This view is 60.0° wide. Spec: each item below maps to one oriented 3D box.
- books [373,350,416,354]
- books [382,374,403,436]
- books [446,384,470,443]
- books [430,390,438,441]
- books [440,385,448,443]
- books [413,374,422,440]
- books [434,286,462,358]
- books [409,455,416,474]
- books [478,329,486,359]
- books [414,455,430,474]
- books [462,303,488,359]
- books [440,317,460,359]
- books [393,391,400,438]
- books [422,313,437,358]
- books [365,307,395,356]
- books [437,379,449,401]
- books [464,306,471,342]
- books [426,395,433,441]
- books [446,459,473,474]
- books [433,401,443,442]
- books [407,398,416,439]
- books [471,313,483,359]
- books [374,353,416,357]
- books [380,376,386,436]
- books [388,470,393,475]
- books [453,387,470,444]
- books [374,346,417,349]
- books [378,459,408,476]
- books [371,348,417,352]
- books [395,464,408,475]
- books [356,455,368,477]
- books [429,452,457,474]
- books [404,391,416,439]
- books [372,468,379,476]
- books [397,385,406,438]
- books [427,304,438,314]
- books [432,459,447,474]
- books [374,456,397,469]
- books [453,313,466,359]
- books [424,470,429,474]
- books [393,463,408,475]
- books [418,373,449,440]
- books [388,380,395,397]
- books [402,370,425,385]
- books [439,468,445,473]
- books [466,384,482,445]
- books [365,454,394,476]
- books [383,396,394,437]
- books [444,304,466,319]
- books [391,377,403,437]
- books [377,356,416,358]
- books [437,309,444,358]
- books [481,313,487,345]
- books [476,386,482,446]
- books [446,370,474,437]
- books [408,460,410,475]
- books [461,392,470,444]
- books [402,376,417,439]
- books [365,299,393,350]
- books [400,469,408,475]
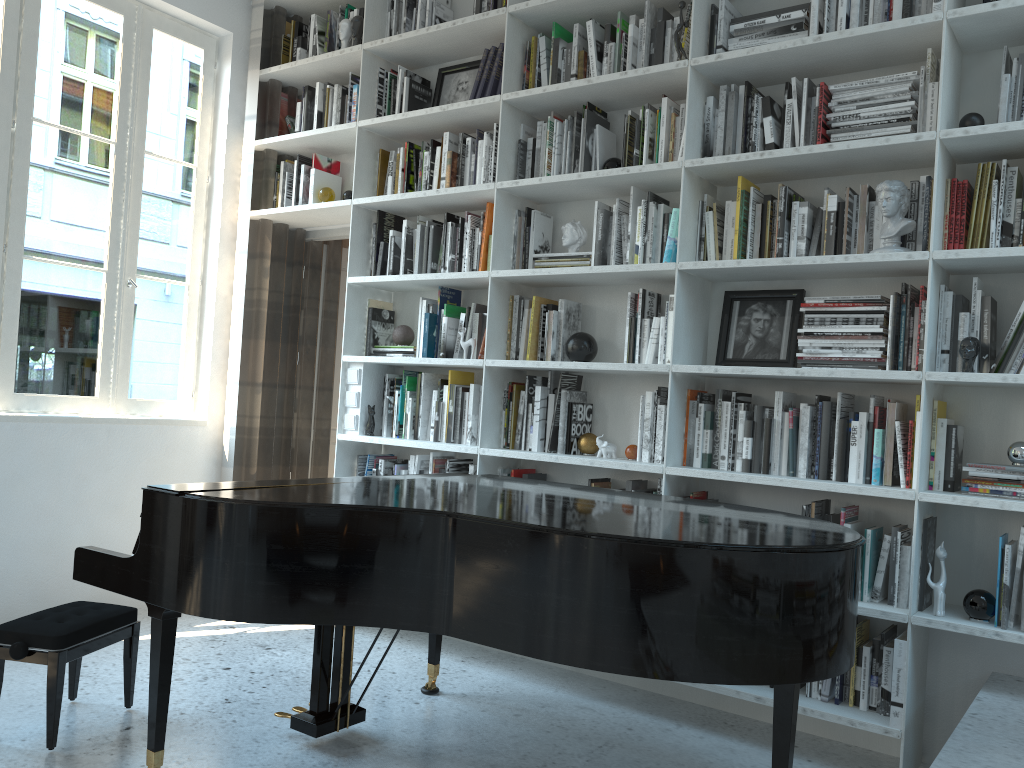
[{"bbox_3d":[-0.511,-0.144,4.211,0.254,0.012,0.161,3,-2,32],"label":"books"},{"bbox_3d":[-0.545,0.104,4.219,0.014,0.294,0.171,3,-1,35],"label":"books"},{"bbox_3d":[-0.218,0.135,3.966,0.028,0.260,0.181,3,-1,35],"label":"books"},{"bbox_3d":[-0.307,0.147,4.041,0.027,0.230,0.159,3,-1,35],"label":"books"},{"bbox_3d":[-0.249,0.137,4.001,0.026,0.254,0.176,3,-1,35],"label":"books"},{"bbox_3d":[-0.377,0.108,4.077,0.019,0.300,0.180,3,-1,35],"label":"books"},{"bbox_3d":[-0.293,-0.271,4.072,0.011,0.336,0.153,3,-1,35],"label":"books"},{"bbox_3d":[-0.424,0.480,4.119,0.027,0.299,0.142,3,-1,35],"label":"books"},{"bbox_3d":[-0.040,-0.231,3.832,0.082,0.276,0.228,3,-1,35],"label":"books"},{"bbox_3d":[-0.398,0.477,4.079,0.039,0.307,0.172,3,-1,35],"label":"books"},{"bbox_3d":[-0.143,-0.225,3.946,0.060,0.255,0.158,3,-1,35],"label":"books"},{"bbox_3d":[-0.248,-0.197,3.997,0.029,0.190,0.189,3,-1,35],"label":"books"},{"bbox_3d":[-0.486,0.145,4.159,0.015,0.217,0.180,3,-1,35],"label":"books"},{"bbox_3d":[-0.333,-0.210,4.055,0.029,0.208,0.189,3,-1,35],"label":"books"},{"bbox_3d":[-0.640,-0.241,4.305,0.028,0.243,0.156,3,-1,35],"label":"books"},{"bbox_3d":[-0.289,0.122,4.029,0.014,0.282,0.150,3,-1,35],"label":"books"},{"bbox_3d":[-0.165,-0.218,3.979,0.013,0.242,0.141,3,-1,35],"label":"books"},{"bbox_3d":[-0.326,0.146,4.076,0.045,0.230,0.138,3,-1,35],"label":"books"},{"bbox_3d":[-0.242,0.488,3.977,0.013,0.301,0.172,3,-1,35],"label":"books"},{"bbox_3d":[-0.280,0.172,4.008,0.029,0.181,0.190,3,-1,35],"label":"books"},{"bbox_3d":[-0.415,0.162,4.101,0.016,0.189,0.183,3,-1,35],"label":"books"},{"bbox_3d":[-0.112,-0.199,3.914,0.030,0.207,0.172,3,-1,35],"label":"books"},{"bbox_3d":[-0.509,-0.132,4.214,0.254,0.012,0.161,3,-2,36],"label":"books"},{"bbox_3d":[-0.563,0.108,4.242,0.008,0.285,0.159,3,-1,35],"label":"books"},{"bbox_3d":[-0.514,0.514,4.154,0.028,0.223,0.189,3,-1,35],"label":"books"},{"bbox_3d":[-0.193,0.142,3.954,0.028,0.249,0.159,3,-1,35],"label":"books"},{"bbox_3d":[-0.507,-0.168,4.215,0.254,0.012,0.161,3,-2,36],"label":"books"},{"bbox_3d":[-0.569,0.490,4.204,0.029,0.266,0.171,3,-1,35],"label":"books"},{"bbox_3d":[-0.511,-0.156,4.209,0.285,0.012,0.159,3,-2,39],"label":"books"},{"bbox_3d":[-0.489,0.500,4.133,0.010,0.252,0.178,3,-1,35],"label":"books"},{"bbox_3d":[-0.681,0.479,4.268,0.011,0.277,0.189,3,-1,35],"label":"books"},{"bbox_3d":[-0.320,0.472,4.019,0.014,0.325,0.170,3,-1,35],"label":"books"},{"bbox_3d":[-0.425,0.147,4.114,0.015,0.219,0.190,3,-1,35],"label":"books"},{"bbox_3d":[-0.595,0.511,4.214,0.022,0.220,0.187,3,-1,35],"label":"books"},{"bbox_3d":[-0.463,0.132,4.135,0.009,0.244,0.184,3,-1,36],"label":"books"},{"bbox_3d":[-0.339,-0.233,4.097,0.031,0.255,0.143,3,-1,35],"label":"books"},{"bbox_3d":[-0.306,0.487,4.018,0.012,0.295,0.176,3,-1,35],"label":"books"},{"bbox_3d":[-0.614,0.484,4.255,0.010,0.273,0.150,3,-1,35],"label":"books"},{"bbox_3d":[-0.194,-0.206,3.999,0.056,0.214,0.143,3,-1,35],"label":"books"},{"bbox_3d":[-0.360,0.514,4.076,0.031,0.239,0.132,3,-1,35],"label":"books"},{"bbox_3d":[-0.495,0.498,4.144,0.013,0.257,0.189,3,-1,35],"label":"books"},{"bbox_3d":[-0.357,0.106,4.078,0.012,0.306,0.189,3,-1,35],"label":"books"},{"bbox_3d":[-0.526,0.119,4.191,0.007,0.264,0.177,3,-1,35],"label":"books"},{"bbox_3d":[-0.469,0.097,4.161,0.006,0.315,0.145,3,-1,35],"label":"books"},{"bbox_3d":[-0.280,0.510,4.021,0.029,0.254,0.153,3,-1,35],"label":"books"},{"bbox_3d":[-0.127,0.137,3.902,0.021,0.265,0.185,3,-1,35],"label":"books"},{"bbox_3d":[-0.651,0.477,4.257,0.052,0.283,0.172,3,-1,35],"label":"books"},{"bbox_3d":[-0.527,0.156,4.170,0.019,0.189,0.193,3,-1,35],"label":"books"},{"bbox_3d":[-0.256,-0.228,4.019,0.011,0.250,0.172,3,-1,35],"label":"books"},{"bbox_3d":[-0.501,0.113,4.180,0.008,0.279,0.164,3,-1,36],"label":"books"},{"bbox_3d":[-0.512,-0.120,4.211,0.285,0.012,0.159,3,-2,38],"label":"books"},{"bbox_3d":[-0.277,-0.218,4.064,0.030,0.231,0.148,3,-1,35],"label":"books"},{"bbox_3d":[-0.083,-0.199,3.905,0.027,0.209,0.144,3,-1,35],"label":"books"},{"bbox_3d":[-0.103,0.142,3.907,0.013,0.260,0.142,3,-1,35],"label":"books"},{"bbox_3d":[-0.231,0.104,3.988,0.021,0.323,0.172,3,-1,35],"label":"books"},{"bbox_3d":[-0.437,0.493,4.137,0.013,0.273,0.146,3,-1,35],"label":"books"},{"bbox_3d":[-0.164,0.154,3.950,0.025,0.229,0.153,3,-1,35],"label":"books"},{"bbox_3d":[-0.435,0.112,4.116,0.007,0.286,0.182,3,-1,35],"label":"books"},{"bbox_3d":[-0.649,-0.263,4.325,0.012,0.285,0.159,3,-1,35],"label":"books"},{"bbox_3d":[-0.466,0.513,4.133,0.028,0.229,0.157,3,-1,35],"label":"books"}]
